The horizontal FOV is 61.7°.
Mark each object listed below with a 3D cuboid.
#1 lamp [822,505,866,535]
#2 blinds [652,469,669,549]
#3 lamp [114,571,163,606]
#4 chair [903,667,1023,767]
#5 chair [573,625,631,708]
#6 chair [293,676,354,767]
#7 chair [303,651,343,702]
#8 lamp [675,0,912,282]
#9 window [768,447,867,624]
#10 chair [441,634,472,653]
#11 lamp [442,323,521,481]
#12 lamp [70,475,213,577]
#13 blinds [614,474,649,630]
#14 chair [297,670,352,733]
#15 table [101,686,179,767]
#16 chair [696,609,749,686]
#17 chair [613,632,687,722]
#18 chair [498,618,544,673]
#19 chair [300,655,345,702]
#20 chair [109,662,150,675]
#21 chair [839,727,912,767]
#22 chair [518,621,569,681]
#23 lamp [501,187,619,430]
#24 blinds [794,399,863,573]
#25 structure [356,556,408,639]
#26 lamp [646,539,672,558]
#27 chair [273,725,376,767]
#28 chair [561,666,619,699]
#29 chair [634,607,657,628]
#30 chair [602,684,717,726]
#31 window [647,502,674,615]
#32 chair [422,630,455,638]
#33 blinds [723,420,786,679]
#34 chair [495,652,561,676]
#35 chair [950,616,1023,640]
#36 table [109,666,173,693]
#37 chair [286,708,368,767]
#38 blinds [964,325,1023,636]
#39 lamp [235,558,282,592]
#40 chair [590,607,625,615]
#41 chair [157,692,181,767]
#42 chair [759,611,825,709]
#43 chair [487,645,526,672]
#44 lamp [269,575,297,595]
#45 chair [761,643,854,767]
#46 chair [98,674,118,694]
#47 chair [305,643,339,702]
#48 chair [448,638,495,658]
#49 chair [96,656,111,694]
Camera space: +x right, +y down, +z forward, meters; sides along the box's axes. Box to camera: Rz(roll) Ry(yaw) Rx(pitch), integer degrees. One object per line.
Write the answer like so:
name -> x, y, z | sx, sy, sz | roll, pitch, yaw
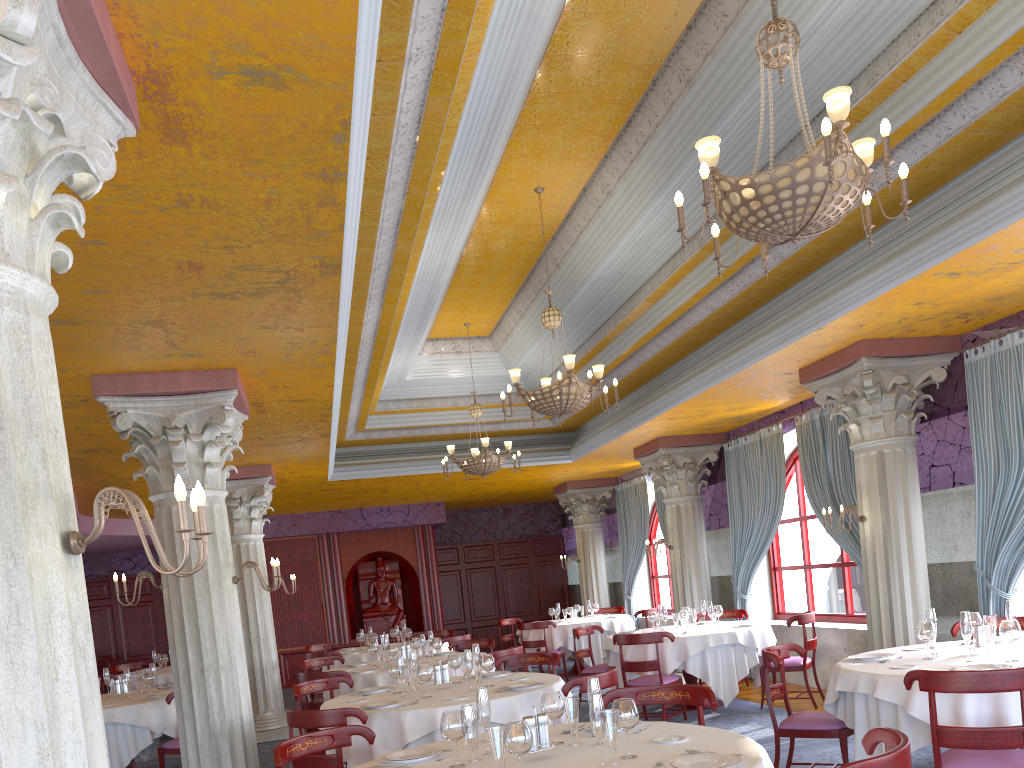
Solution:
lamp -> 3.256, 1.330, 8.410 | 0.378, 0.273, 0.348 | -2, -8, -25
blinds -> 2.846, 3.072, 14.512 | 0.243, 3.521, 1.721 | -7, -1, -15
lamp -> -3.052, 1.670, 7.008 | 0.378, 0.273, 0.348 | -2, -8, -25
chair -> 2.647, 2.095, 4.783 | 0.759, 1.091, 0.640 | -8, -2, 32
chair -> 1.183, 3.739, 11.312 | 0.655, 1.091, 0.743 | -7, -3, 32
chair -> -1.551, 3.203, 7.711 | 0.655, 1.091, 0.743 | -7, -3, 32
chair -> -2.567, 4.345, 12.245 | 0.759, 1.091, 0.640 | -8, -2, 32
lamp -> 1.228, -1.726, 3.996 | 0.971, 2.178, 0.947 | -6, 0, 32
window -> 4.245, 1.804, 11.014 | 0.159, 2.530, 3.652 | -6, -7, -14
chair -> -0.886, 4.254, 12.618 | 0.655, 1.091, 0.743 | -7, -3, 32
lamp -> -0.508, 0.225, 11.744 | 0.971, 2.178, 0.947 | -6, 0, 32
lamp -> -1.061, 0.424, 2.463 | 0.378, 0.273, 0.348 | -2, -8, -25
blinds -> 2.407, 3.565, 16.472 | 0.243, 3.521, 1.719 | -6, -1, -13
chair -> -1.841, 3.529, 9.007 | 0.759, 1.091, 0.640 | -8, -2, 32
table -> -4.222, 3.906, 9.339 | 2.069, 0.949, 2.147 | -4, -10, -12
chair -> 2.864, 3.649, 11.686 | 0.759, 1.091, 0.640 | -8, -2, 32
chair -> 1.562, 3.314, 9.622 | 0.759, 1.091, 0.640 | -8, -2, 32
chair -> 0.137, 4.915, 15.981 | 0.655, 1.091, 0.743 | -7, -3, 32
chair -> -2.220, 3.955, 10.697 | 0.655, 1.091, 0.743 | -7, -3, 32
chair -> -6.187, 5.160, 14.153 | 0.655, 1.091, 0.743 | -7, -3, 32
chair -> 1.211, 1.898, 3.261 | 0.655, 1.091, 0.743 | -7, -3, 32
chair -> 0.515, 4.490, 14.291 | 0.759, 1.091, 0.640 | -8, -2, 32
lamp -> 0.353, -0.742, 7.902 | 0.971, 2.178, 0.947 | -6, 0, 32
blinds -> 3.874, 1.917, 9.927 | 0.243, 3.521, 1.721 | -7, -1, -15
structure -> -2.863, 4.687, 18.799 | 0.959, 1.849, 0.645 | -6, 1, -13
lamp -> 2.222, 2.492, 13.024 | 0.378, 0.273, 0.348 | -2, -8, -25
chair -> -0.849, 2.414, 4.578 | 0.655, 1.091, 0.743 | -7, -3, 32
chair -> 0.509, 2.687, 6.394 | 0.655, 1.091, 0.743 | -7, -3, 32
chair -> 2.196, 4.399, 14.665 | 0.655, 1.091, 0.743 | -7, -3, 32
chair -> 0.832, 2.323, 4.952 | 0.759, 1.091, 0.640 | -8, -2, 32
window -> 3.205, 2.973, 15.657 | 0.159, 2.530, 3.652 | -6, -7, -14
chair -> -1.265, 4.680, 14.308 | 0.759, 1.091, 0.640 | -8, -2, 32
blinds -> 3.434, 2.411, 11.888 | 0.243, 3.521, 1.719 | -6, -1, -13
chair -> 0.130, 3.112, 8.084 | 0.759, 1.091, 0.640 | -8, -2, 32
chair -> 3.949, 2.430, 6.847 | 0.759, 1.091, 0.640 | -8, -2, 32
table -> -5.155, 4.954, 13.500 | 2.069, 0.949, 2.147 | -4, -10, -12
chair -> -1.172, 2.777, 6.020 | 0.759, 1.091, 0.640 | -8, -2, 32
blinds -> 4.486, 1.229, 7.196 | 0.243, 3.521, 1.719 | -6, -1, -13
lamp -> -2.103, 1.595, 7.112 | 0.378, 0.273, 0.348 | -2, -8, -25
chair -> 1.818, 4.825, 16.355 | 0.759, 1.091, 0.640 | -8, -2, 32
chair -> -3.195, 3.595, 8.676 | 0.655, 1.091, 0.743 | -7, -3, 32
chair -> 3.243, 3.223, 9.996 | 0.655, 1.091, 0.743 | -7, -3, 32
chair -> -0.160, 3.439, 9.380 | 0.655, 1.091, 0.743 | -7, -3, 32
lamp -> -3.148, 2.768, 11.772 | 0.378, 0.273, 0.348 | -2, -8, -25
chair -> 2.268, 2.521, 6.473 | 0.655, 1.091, 0.743 | -7, -3, 32
chair -> -5.808, 4.734, 12.463 | 0.759, 1.091, 0.640 | -8, -2, 32
chair -> -2.946, 4.771, 13.935 | 0.655, 1.091, 0.743 | -7, -3, 32
chair -> -0.539, 3.864, 11.071 | 0.759, 1.091, 0.640 | -8, -2, 32
chair -> -9.020, 6.450, 18.504 | 0.759, 1.091, 0.640 | -8, -2, 32
